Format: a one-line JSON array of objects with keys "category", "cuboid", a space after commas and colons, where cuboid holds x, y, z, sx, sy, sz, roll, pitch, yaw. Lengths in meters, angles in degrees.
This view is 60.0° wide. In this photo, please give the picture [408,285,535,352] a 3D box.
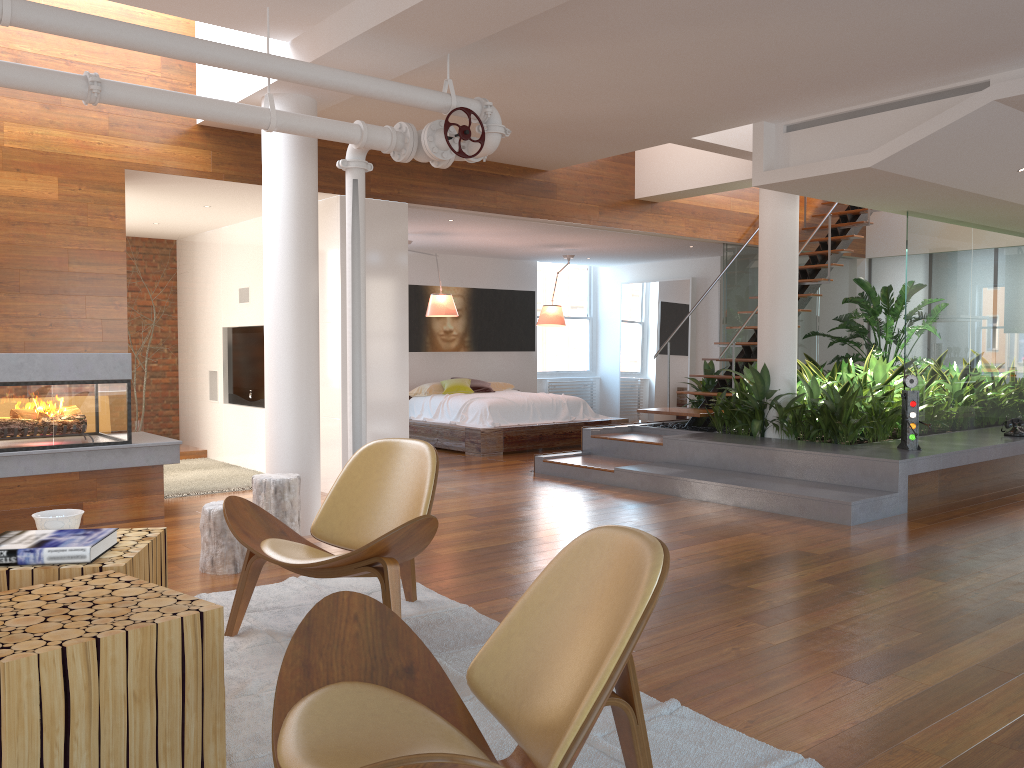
[{"category": "picture", "cuboid": [-1.735, -1.795, 24.613, 6.278, 1.806, 0.001, -2, 3, -39]}]

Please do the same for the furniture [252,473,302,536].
[{"category": "furniture", "cuboid": [-2.791, 1.529, 10.489, 0.612, 0.885, 0.630, 1, 2, 14]}]

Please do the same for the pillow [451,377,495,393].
[{"category": "pillow", "cuboid": [-1.048, 0.023, 23.249, 1.128, 0.392, 0.787, 0, 2, -10]}]

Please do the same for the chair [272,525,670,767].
[{"category": "chair", "cuboid": [-0.276, 1.490, 3.683, 1.833, 1.591, 1.810, 0, 2, 11]}]

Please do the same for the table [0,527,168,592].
[{"category": "table", "cuboid": [-2.928, 1.632, 5.817, 1.034, 1.128, 1.159, 0, 2, -9]}]

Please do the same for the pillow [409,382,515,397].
[{"category": "pillow", "cuboid": [-1.333, 0.155, 23.666, 2.981, 0.448, 0.988, -2, 3, -41]}]

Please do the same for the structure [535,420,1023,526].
[{"category": "structure", "cuboid": [7.074, 1.272, 18.150, 11.806, 0.817, 6.529, -2, 3, -39]}]

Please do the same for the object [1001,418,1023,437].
[{"category": "object", "cuboid": [9.144, 0.784, 16.174, 0.456, 0.327, 0.383, 1, 2, 16]}]

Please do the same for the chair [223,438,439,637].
[{"category": "chair", "cuboid": [-1.305, 1.336, 7.345, 1.833, 1.591, 1.810, -2, 3, -34]}]

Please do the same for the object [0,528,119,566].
[{"category": "object", "cuboid": [-2.931, 1.026, 5.582, 0.705, 0.102, 0.590, 0, 2, -8]}]

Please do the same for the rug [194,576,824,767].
[{"category": "rug", "cuboid": [-2.338, 2.159, 4.538, 7.354, 0.120, 7.454, -2, 3, -35]}]

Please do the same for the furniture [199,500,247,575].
[{"category": "furniture", "cuboid": [-3.077, 1.653, 9.659, 0.623, 0.705, 0.618, 1, 3, 21]}]

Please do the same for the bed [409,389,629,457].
[{"category": "bed", "cuboid": [-0.414, 0.832, 22.720, 4.666, 1.258, 4.893, -2, 3, -39]}]

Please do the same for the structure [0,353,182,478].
[{"category": "structure", "cuboid": [-6.337, 0.351, 12.238, 2.922, 1.559, 1.784, -2, 3, -39]}]

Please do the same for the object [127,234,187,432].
[{"category": "object", "cuboid": [-8.292, -1.037, 18.136, 3.449, 4.913, 2.613, 0, 2, -9]}]

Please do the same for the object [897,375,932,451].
[{"category": "object", "cuboid": [6.310, 0.454, 13.893, 0.284, 1.194, 0.672, 0, 2, -3]}]

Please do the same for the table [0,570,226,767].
[{"category": "table", "cuboid": [-2.229, 1.688, 4.466, 1.159, 1.128, 1.034, 2, 3, 39]}]

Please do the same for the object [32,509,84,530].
[{"category": "object", "cuboid": [-3.106, 0.971, 6.075, 0.321, 0.174, 0.321, 0, 2, 11]}]

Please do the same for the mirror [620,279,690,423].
[{"category": "mirror", "cuboid": [4.252, -0.899, 26.674, 0.103, 4.322, 2.678, -2, 3, -39]}]

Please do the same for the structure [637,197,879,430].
[{"category": "structure", "cuboid": [7.877, -3.186, 19.196, 9.708, 9.019, 5.397, -2, 3, -39]}]

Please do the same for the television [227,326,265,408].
[{"category": "television", "cuboid": [-4.980, -0.341, 17.189, 0.192, 1.541, 2.274, -2, 3, -39]}]

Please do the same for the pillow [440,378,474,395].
[{"category": "pillow", "cuboid": [-1.049, 0.081, 23.401, 2.835, 0.508, 1.702, -2, 3, -43]}]
